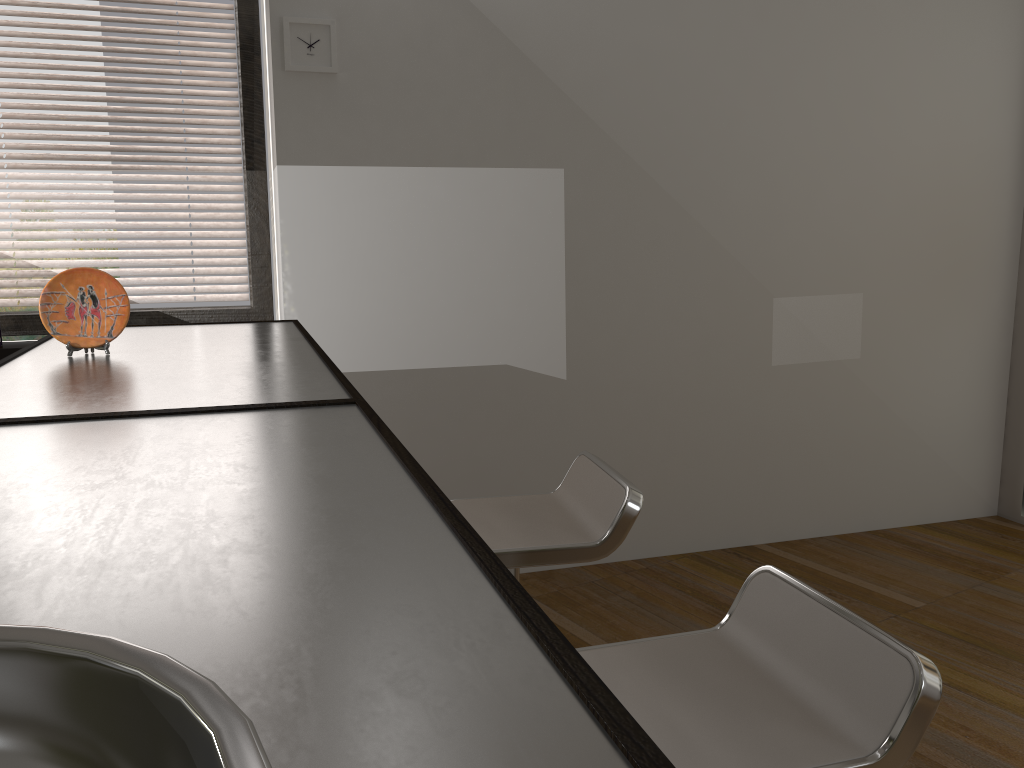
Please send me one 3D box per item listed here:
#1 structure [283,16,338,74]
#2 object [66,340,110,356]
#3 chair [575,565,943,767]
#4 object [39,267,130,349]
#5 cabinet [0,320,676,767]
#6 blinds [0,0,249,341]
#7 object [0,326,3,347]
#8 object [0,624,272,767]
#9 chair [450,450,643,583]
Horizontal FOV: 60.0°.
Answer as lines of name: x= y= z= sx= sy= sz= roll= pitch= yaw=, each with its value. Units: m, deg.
structure: x=-0.711 y=-1.193 z=3.128 sx=0.180 sy=0.180 sz=0.026 roll=-3 pitch=10 yaw=-17
object: x=-0.946 y=-0.132 z=1.975 sx=0.088 sy=0.131 sz=0.072 roll=-4 pitch=10 yaw=-22
chair: x=0.282 y=0.750 z=1.301 sx=0.460 sy=0.857 sz=0.418 roll=-3 pitch=10 yaw=-17
object: x=-0.947 y=-0.169 z=1.969 sx=0.184 sy=0.178 sz=0.055 roll=-4 pitch=10 yaw=-21
cabinet: x=-0.543 y=0.601 z=1.378 sx=0.663 sy=1.134 sz=2.947 roll=-3 pitch=10 yaw=-17
blinds: x=-5.179 y=-3.690 z=4.780 sx=9.030 sy=12.704 sz=16.000 roll=3 pitch=10 yaw=22
object: x=-1.840 y=-0.213 z=3.079 sx=0.106 sy=0.169 sz=0.057 roll=-4 pitch=10 yaw=-23
object: x=-0.210 y=0.169 z=0.200 sx=0.311 sy=0.105 sz=0.311 roll=-1 pitch=9 yaw=-4
chair: x=0.028 y=0.620 z=2.099 sx=0.460 sy=0.857 sz=0.418 roll=-2 pitch=10 yaw=-12
